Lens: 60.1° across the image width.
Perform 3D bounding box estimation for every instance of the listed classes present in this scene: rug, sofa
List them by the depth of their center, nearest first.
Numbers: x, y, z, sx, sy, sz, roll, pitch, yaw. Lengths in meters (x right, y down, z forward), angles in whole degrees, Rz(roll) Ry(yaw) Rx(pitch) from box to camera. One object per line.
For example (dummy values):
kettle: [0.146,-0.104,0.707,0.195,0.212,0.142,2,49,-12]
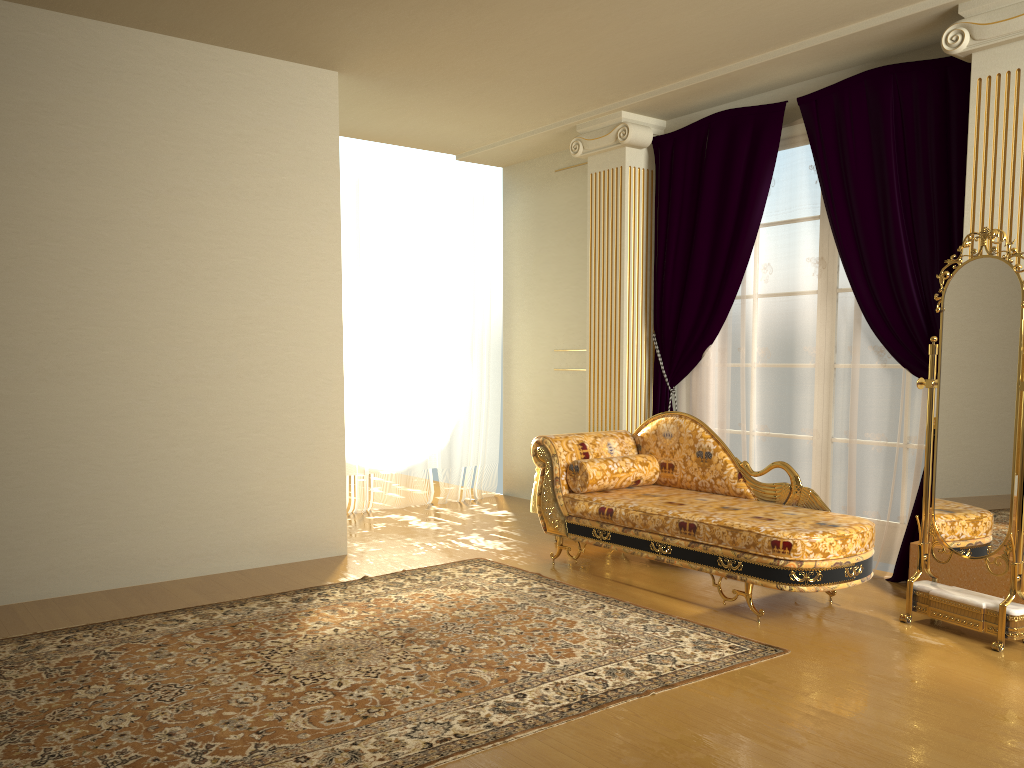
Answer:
rug: [-0.753,1.062,3.420,3.073,0.017,2.111,-1,2,-37]
sofa: [0.910,0.602,4.555,0.692,0.876,1.888,-3,4,-37]

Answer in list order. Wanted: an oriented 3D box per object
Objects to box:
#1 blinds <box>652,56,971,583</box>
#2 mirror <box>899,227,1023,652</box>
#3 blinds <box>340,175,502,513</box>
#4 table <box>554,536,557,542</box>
blinds: [1.634,-0.304,5.106,0.338,2.668,2.227,-4,6,-37]
mirror: [1.927,0.210,3.682,0.243,1.710,0.538,-3,6,-27]
blinds: [-0.926,-0.275,6.772,2.162,2.521,0.163,-3,6,-35]
table: [0.494,0.686,5.764,0.571,0.647,0.568,0,4,8]
